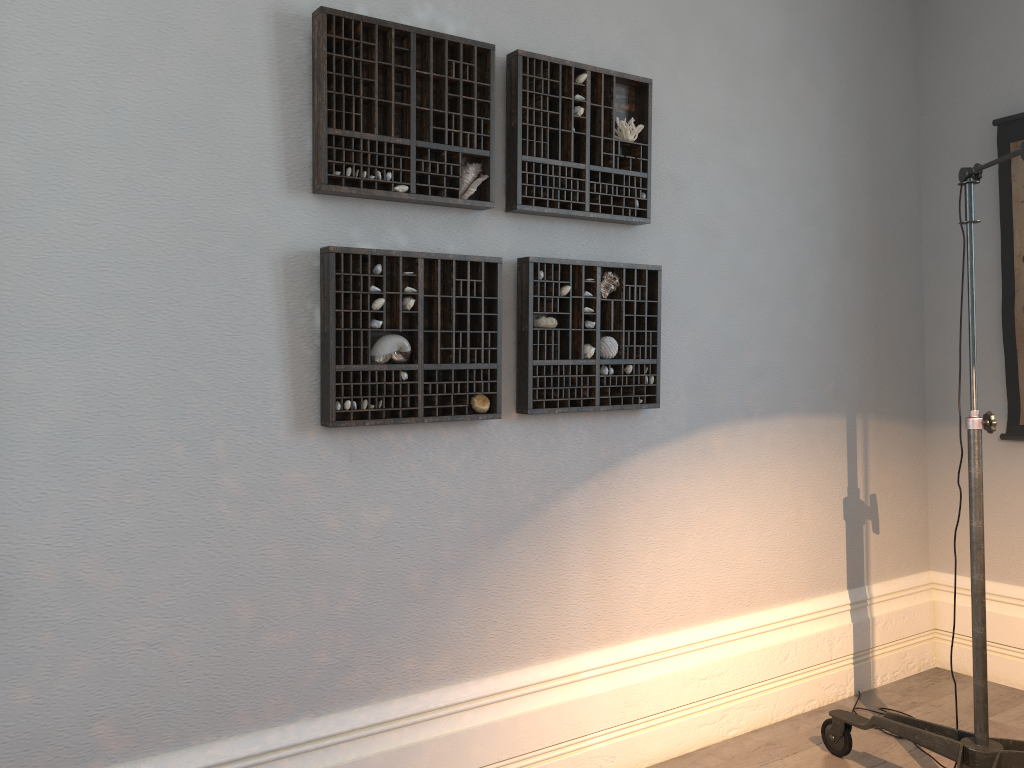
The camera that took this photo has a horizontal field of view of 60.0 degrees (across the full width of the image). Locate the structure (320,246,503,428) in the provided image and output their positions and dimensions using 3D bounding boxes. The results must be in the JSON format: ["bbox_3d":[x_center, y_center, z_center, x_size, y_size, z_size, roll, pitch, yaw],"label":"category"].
[{"bbox_3d":[-0.234,-0.113,2.164,0.468,0.416,0.086,-1,0,-33],"label":"structure"}]

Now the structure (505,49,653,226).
[{"bbox_3d":[0.201,-0.668,2.448,0.468,0.416,0.105,-1,0,-34],"label":"structure"}]

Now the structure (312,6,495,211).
[{"bbox_3d":[-0.259,-0.654,2.172,0.468,0.416,0.099,-1,0,-33],"label":"structure"}]

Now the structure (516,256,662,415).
[{"bbox_3d":[0.224,-0.132,2.467,0.468,0.416,0.086,-1,0,-33],"label":"structure"}]

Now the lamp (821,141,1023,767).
[{"bbox_3d":[1.287,0.273,2.391,0.797,1.644,1.864,-1,0,4],"label":"lamp"}]

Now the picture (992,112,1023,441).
[{"bbox_3d":[1.947,-0.460,2.825,0.057,1.313,0.793,-1,0,-33],"label":"picture"}]
